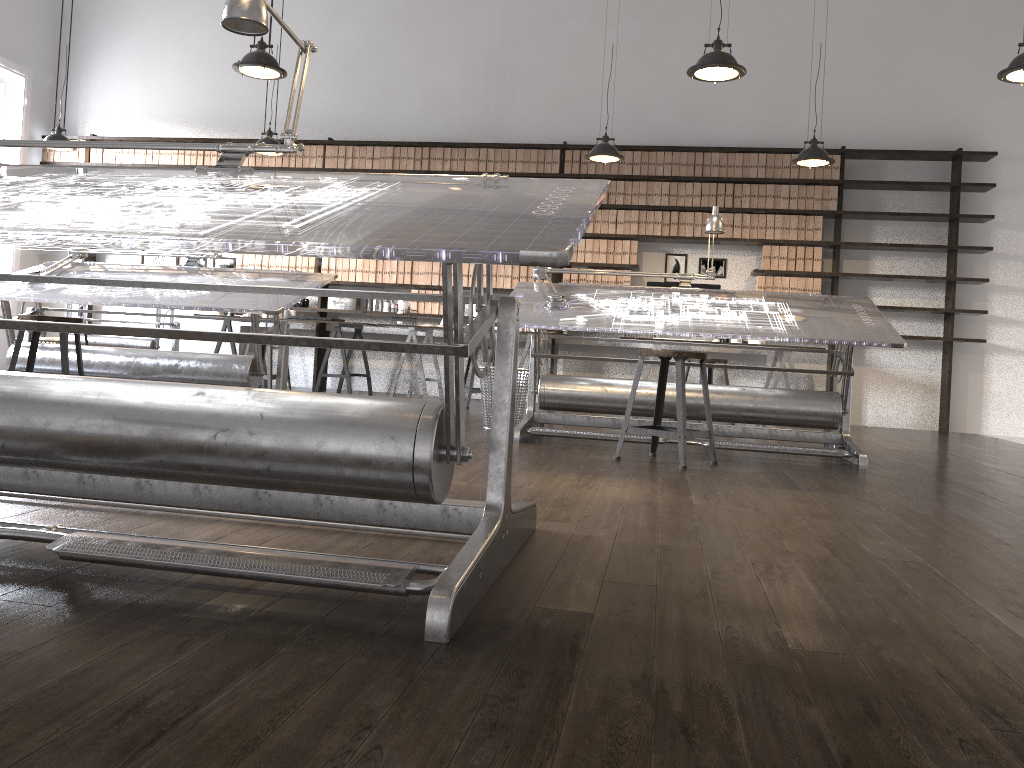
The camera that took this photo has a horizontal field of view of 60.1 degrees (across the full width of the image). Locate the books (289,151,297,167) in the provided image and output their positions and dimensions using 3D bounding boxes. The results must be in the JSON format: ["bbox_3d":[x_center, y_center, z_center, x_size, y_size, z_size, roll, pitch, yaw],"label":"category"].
[{"bbox_3d":[-2.141,-2.237,8.780,0.067,0.226,0.174,3,0,10],"label":"books"}]

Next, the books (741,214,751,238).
[{"bbox_3d":[2.114,-1.417,8.028,0.067,0.226,0.174,3,0,10],"label":"books"}]

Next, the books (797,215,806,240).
[{"bbox_3d":[2.586,-1.387,7.949,0.067,0.226,0.174,3,0,10],"label":"books"}]

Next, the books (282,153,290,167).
[{"bbox_3d":[-2.204,-2.241,8.787,0.067,0.226,0.174,3,0,10],"label":"books"}]

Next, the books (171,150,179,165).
[{"bbox_3d":[-3.372,-2.316,8.989,0.067,0.226,0.174,3,0,10],"label":"books"}]

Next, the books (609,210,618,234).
[{"bbox_3d":[0.941,-1.492,8.229,0.067,0.226,0.174,3,0,10],"label":"books"}]

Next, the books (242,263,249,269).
[{"bbox_3d":[-2.616,-1.172,8.832,0.067,0.226,0.174,3,0,10],"label":"books"}]

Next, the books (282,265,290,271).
[{"bbox_3d":[-2.206,-1.145,8.756,0.067,0.226,0.174,3,0,10],"label":"books"}]

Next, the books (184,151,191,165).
[{"bbox_3d":[-3.238,-2.308,8.970,0.067,0.226,0.174,3,0,10],"label":"books"}]

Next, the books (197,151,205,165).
[{"bbox_3d":[-3.102,-2.299,8.943,0.067,0.226,0.174,3,0,10],"label":"books"}]

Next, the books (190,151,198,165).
[{"bbox_3d":[-3.173,-2.304,8.961,0.067,0.226,0.174,3,0,10],"label":"books"}]

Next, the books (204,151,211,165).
[{"bbox_3d":[-3.027,-2.294,8.936,0.067,0.226,0.174,3,0,10],"label":"books"}]

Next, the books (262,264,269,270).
[{"bbox_3d":[-2.413,-1.159,8.797,0.067,0.226,0.174,3,0,10],"label":"books"}]

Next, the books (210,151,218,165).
[{"bbox_3d":[-2.958,-2.290,8.919,0.067,0.226,0.174,3,0,10],"label":"books"}]

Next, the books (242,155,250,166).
[{"bbox_3d":[-2.624,-2.268,8.863,0.067,0.226,0.174,3,0,10],"label":"books"}]

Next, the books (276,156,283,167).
[{"bbox_3d":[-2.275,-2.246,8.799,0.067,0.226,0.174,3,0,10],"label":"books"}]

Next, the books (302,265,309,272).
[{"bbox_3d":[-2.007,-1.133,8.728,0.067,0.226,0.174,3,0,10],"label":"books"}]

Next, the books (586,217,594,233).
[{"bbox_3d":[0.735,-1.505,8.266,0.067,0.226,0.174,3,0,10],"label":"books"}]

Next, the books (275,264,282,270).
[{"bbox_3d":[-2.276,-1.150,8.771,0.067,0.226,0.174,3,0,10],"label":"books"}]

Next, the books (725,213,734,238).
[{"bbox_3d":[1.971,-1.426,8.049,0.067,0.226,0.174,3,0,10],"label":"books"}]

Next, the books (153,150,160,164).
[{"bbox_3d":[-3.580,-2.330,9.030,0.067,0.226,0.174,3,0,10],"label":"books"}]

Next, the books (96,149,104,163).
[{"bbox_3d":[-4.198,-2.369,9.133,0.067,0.226,0.174,3,0,10],"label":"books"}]

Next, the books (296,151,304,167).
[{"bbox_3d":[-2.068,-2.233,8.769,0.067,0.226,0.174,3,0,10],"label":"books"}]

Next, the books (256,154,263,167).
[{"bbox_3d":[-2.483,-2.259,8.841,0.067,0.226,0.174,3,0,10],"label":"books"}]

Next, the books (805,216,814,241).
[{"bbox_3d":[2.656,-1.382,7.937,0.067,0.226,0.174,3,0,10],"label":"books"}]

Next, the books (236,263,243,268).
[{"bbox_3d":[-2.682,-1.176,8.838,0.067,0.226,0.174,3,0,10],"label":"books"}]

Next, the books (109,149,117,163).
[{"bbox_3d":[-4.055,-2.360,9.109,0.067,0.226,0.174,3,0,10],"label":"books"}]

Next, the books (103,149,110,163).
[{"bbox_3d":[-4.124,-2.365,9.126,0.067,0.226,0.174,3,0,10],"label":"books"}]

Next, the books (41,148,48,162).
[{"bbox_3d":[-4.816,-2.414,9.239,0.067,0.226,0.174,3,0,10],"label":"books"}]

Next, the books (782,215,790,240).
[{"bbox_3d":[2.454,-1.395,7.970,0.067,0.226,0.174,3,0,10],"label":"books"}]

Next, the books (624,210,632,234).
[{"bbox_3d":[1.075,-1.484,8.209,0.067,0.226,0.174,3,0,10],"label":"books"}]

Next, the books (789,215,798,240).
[{"bbox_3d":[2.519,-1.391,7.954,0.067,0.226,0.174,3,0,10],"label":"books"}]

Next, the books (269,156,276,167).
[{"bbox_3d":[-2.346,-2.250,8.815,0.067,0.226,0.174,3,0,10],"label":"books"}]

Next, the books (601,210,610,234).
[{"bbox_3d":[0.872,-1.497,8.244,0.067,0.226,0.174,3,0,10],"label":"books"}]

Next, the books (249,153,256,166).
[{"bbox_3d":[-2.553,-2.264,8.849,0.067,0.226,0.174,3,0,10],"label":"books"}]

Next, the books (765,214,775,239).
[{"bbox_3d":[2.320,-1.404,7.990,0.067,0.226,0.174,3,0,10],"label":"books"}]

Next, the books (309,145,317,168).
[{"bbox_3d":[-1.931,-2.224,8.743,0.067,0.226,0.174,3,0,10],"label":"books"}]

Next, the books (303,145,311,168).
[{"bbox_3d":[-1.999,-2.228,8.759,0.067,0.226,0.174,3,0,10],"label":"books"}]

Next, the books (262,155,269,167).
[{"bbox_3d":[-2.414,-2.255,8.831,0.067,0.226,0.174,3,0,10],"label":"books"}]

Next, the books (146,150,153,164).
[{"bbox_3d":[-3.650,-2.334,9.038,0.067,0.226,0.174,3,0,10],"label":"books"}]

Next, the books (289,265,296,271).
[{"bbox_3d":[-2.135,-1.141,8.743,0.067,0.226,0.174,3,0,10],"label":"books"}]

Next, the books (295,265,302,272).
[{"bbox_3d":[-2.071,-1.137,8.737,0.067,0.226,0.174,3,0,10],"label":"books"}]

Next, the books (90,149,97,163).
[{"bbox_3d":[-4.270,-2.374,9.151,0.067,0.226,0.174,3,0,10],"label":"books"}]

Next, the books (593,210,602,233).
[{"bbox_3d":[0.804,-1.501,8.258,0.067,0.226,0.174,3,0,10],"label":"books"}]

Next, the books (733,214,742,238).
[{"bbox_3d":[2.042,-1.421,8.037,0.067,0.226,0.174,3,0,10],"label":"books"}]

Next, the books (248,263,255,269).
[{"bbox_3d":[-2.554,-1.168,8.819,0.067,0.226,0.174,3,0,10],"label":"books"}]

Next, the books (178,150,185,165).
[{"bbox_3d":[-3.301,-2.311,8.977,0.067,0.226,0.174,3,0,10],"label":"books"}]

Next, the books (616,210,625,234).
[{"bbox_3d":[1.012,-1.487,8.218,0.067,0.226,0.174,3,0,10],"label":"books"}]

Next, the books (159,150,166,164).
[{"bbox_3d":[-3.511,-2.325,9.020,0.067,0.226,0.174,3,0,10],"label":"books"}]

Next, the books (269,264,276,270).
[{"bbox_3d":[-2.344,-1.154,8.787,0.067,0.226,0.174,3,0,10],"label":"books"}]

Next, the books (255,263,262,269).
[{"bbox_3d":[-2.483,-1.163,8.805,0.067,0.226,0.174,3,0,10],"label":"books"}]

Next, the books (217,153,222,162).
[{"bbox_3d":[-2.887,-2.285,8.911,0.067,0.226,0.174,3,0,10],"label":"books"}]

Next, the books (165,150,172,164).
[{"bbox_3d":[-3.443,-2.321,9.005,0.067,0.226,0.174,3,0,10],"label":"books"}]
